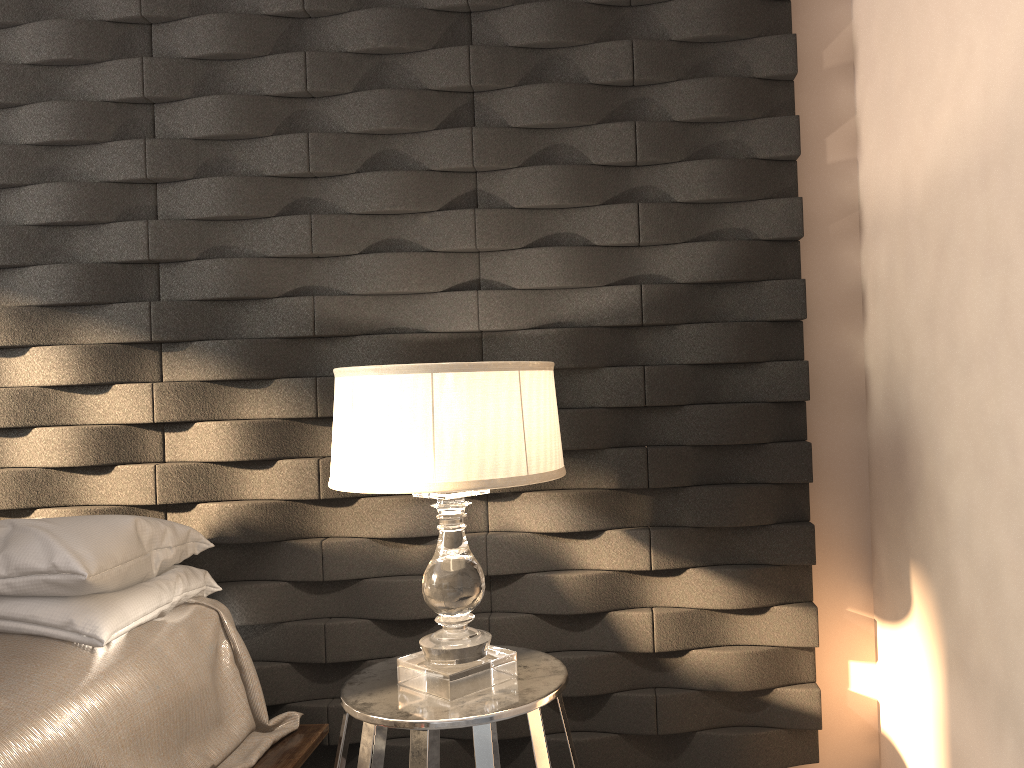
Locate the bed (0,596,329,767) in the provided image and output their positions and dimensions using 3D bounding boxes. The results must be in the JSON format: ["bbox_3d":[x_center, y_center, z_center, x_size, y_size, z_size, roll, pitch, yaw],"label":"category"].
[{"bbox_3d":[-1.680,0.806,0.985,2.280,0.624,2.306,-2,0,4],"label":"bed"}]

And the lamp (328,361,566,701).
[{"bbox_3d":[-0.121,0.278,1.764,0.490,0.631,0.441,-2,0,-34],"label":"lamp"}]

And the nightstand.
[{"bbox_3d":[-0.109,0.829,1.776,0.587,0.472,0.655,-2,0,42],"label":"nightstand"}]
